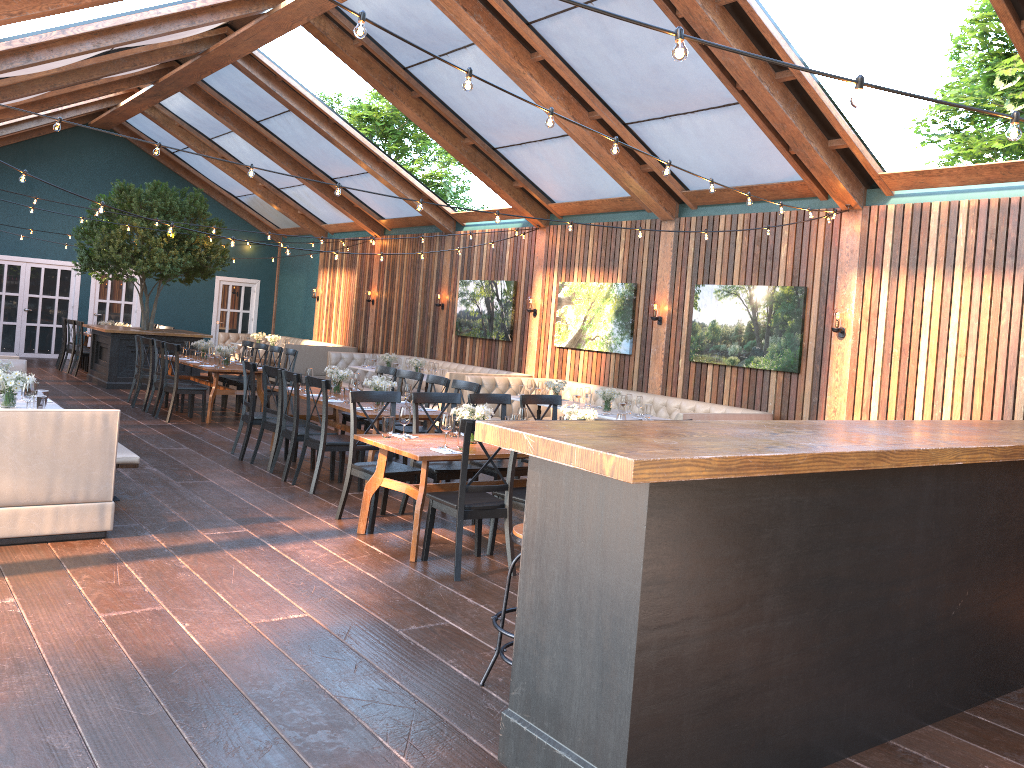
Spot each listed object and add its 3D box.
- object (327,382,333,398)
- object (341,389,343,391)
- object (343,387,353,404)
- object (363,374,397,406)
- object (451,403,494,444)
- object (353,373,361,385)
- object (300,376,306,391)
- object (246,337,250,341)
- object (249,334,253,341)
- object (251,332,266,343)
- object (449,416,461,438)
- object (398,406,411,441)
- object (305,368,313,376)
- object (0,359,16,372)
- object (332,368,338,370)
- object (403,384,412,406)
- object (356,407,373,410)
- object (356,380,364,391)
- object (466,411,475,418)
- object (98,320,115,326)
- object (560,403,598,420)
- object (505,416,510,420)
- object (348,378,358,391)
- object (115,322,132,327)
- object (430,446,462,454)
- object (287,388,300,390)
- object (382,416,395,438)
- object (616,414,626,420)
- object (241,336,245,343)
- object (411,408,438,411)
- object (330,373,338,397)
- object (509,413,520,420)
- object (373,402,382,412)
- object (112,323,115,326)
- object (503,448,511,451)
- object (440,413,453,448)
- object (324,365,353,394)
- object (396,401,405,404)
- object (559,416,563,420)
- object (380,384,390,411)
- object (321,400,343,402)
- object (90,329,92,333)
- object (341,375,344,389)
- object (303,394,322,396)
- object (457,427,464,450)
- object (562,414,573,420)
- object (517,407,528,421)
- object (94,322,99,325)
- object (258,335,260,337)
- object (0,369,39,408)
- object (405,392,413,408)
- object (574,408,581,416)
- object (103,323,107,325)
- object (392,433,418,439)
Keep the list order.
[{"bbox_3d":[-1.901,0.062,9.149,0.091,0.158,0.092,4,1,-10],"label":"object"},{"bbox_3d":[-1.862,0.068,10.084,0.254,0.019,0.158,2,5,-36],"label":"object"},{"bbox_3d":[-1.619,0.114,8.706,0.091,0.158,0.092,4,1,-10],"label":"object"},{"bbox_3d":[-1.302,0.062,8.747,0.337,0.309,0.329,6,2,20],"label":"object"},{"bbox_3d":[-0.303,0.289,6.669,0.336,0.309,0.330,5,2,-4],"label":"object"},{"bbox_3d":[-1.684,0.006,9.569,0.092,0.244,0.092,5,1,5],"label":"object"},{"bbox_3d":[-2.261,-0.002,9.612,0.092,0.158,0.092,5,1,10],"label":"object"},{"bbox_3d":[-5.973,-0.972,19.989,0.092,0.158,0.091,6,1,39],"label":"object"},{"bbox_3d":[-5.938,-1.019,20.094,0.092,0.244,0.092,5,1,5],"label":"object"},{"bbox_3d":[-5.733,-1.028,19.998,0.329,0.309,0.336,5,2,18],"label":"object"},{"bbox_3d":[-0.451,0.335,6.911,0.091,0.158,0.092,4,1,-10],"label":"object"},{"bbox_3d":[-0.794,0.291,6.528,0.092,0.244,0.092,5,1,5],"label":"object"},{"bbox_3d":[-2.237,-0.051,9.731,0.092,0.244,0.092,5,1,11],"label":"object"},{"bbox_3d":[-4.516,-0.071,7.692,0.328,0.309,0.337,4,2,-15],"label":"object"},{"bbox_3d":[-2.018,-0.055,10.054,0.092,0.244,0.092,5,1,11],"label":"object"},{"bbox_3d":[-1.028,0.122,8.675,0.092,0.244,0.092,5,1,5],"label":"object"},{"bbox_3d":[-1.384,0.228,8.350,0.254,0.019,0.158,2,5,-36],"label":"object"},{"bbox_3d":[-1.665,0.042,9.689,0.091,0.158,0.092,4,1,-10],"label":"object"},{"bbox_3d":[-0.323,0.305,6.879,0.092,0.244,0.092,5,1,5],"label":"object"},{"bbox_3d":[-8.309,-1.169,18.156,0.328,0.309,0.337,3,3,-39],"label":"object"},{"bbox_3d":[0.549,0.316,7.284,0.329,0.309,0.336,5,2,18],"label":"object"},{"bbox_3d":[-0.021,0.348,7.242,0.091,0.158,0.092,4,1,-10],"label":"object"},{"bbox_3d":[-1.585,0.067,8.810,0.092,0.244,0.092,5,1,5],"label":"object"},{"bbox_3d":[-7.640,-1.060,17.368,0.328,0.309,0.337,4,2,-22],"label":"object"},{"bbox_3d":[-0.465,0.458,6.145,0.157,0.019,0.256,2,5,-36],"label":"object"},{"bbox_3d":[-2.407,0.049,9.719,0.254,0.019,0.158,2,5,-36],"label":"object"},{"bbox_3d":[-0.924,0.320,6.569,0.091,0.158,0.092,4,1,-10],"label":"object"},{"bbox_3d":[0.900,0.373,7.342,0.092,0.244,0.092,5,1,5],"label":"object"},{"bbox_3d":[-6.180,-1.012,20.327,0.092,0.158,0.091,6,1,39],"label":"object"},{"bbox_3d":[-0.872,0.247,8.686,0.254,0.019,0.158,2,5,-36],"label":"object"},{"bbox_3d":[-1.867,0.015,9.253,0.092,0.244,0.092,5,1,5],"label":"object"},{"bbox_3d":[0.014,0.347,6.671,0.092,0.244,0.092,5,1,5],"label":"object"},{"bbox_3d":[-1.258,0.176,8.252,0.091,0.158,0.092,4,1,-10],"label":"object"},{"bbox_3d":[-8.380,-1.170,18.557,0.092,0.244,0.092,5,1,5],"label":"object"},{"bbox_3d":[0.021,0.472,6.511,0.157,0.019,0.256,2,5,-36],"label":"object"},{"bbox_3d":[-0.469,0.333,6.311,0.092,0.244,0.092,5,1,5],"label":"object"},{"bbox_3d":[-1.888,-0.047,9.620,0.329,0.309,0.337,5,2,-2],"label":"object"},{"bbox_3d":[-1.196,0.186,9.183,0.254,0.019,0.158,2,5,-36],"label":"object"},{"bbox_3d":[0.446,0.361,7.597,0.091,0.158,0.092,4,1,-10],"label":"object"},{"bbox_3d":[-1.203,0.129,8.367,0.092,0.244,0.092,5,1,5],"label":"object"},{"bbox_3d":[-1.759,0.166,8.804,0.254,0.019,0.158,2,5,-36],"label":"object"},{"bbox_3d":[-8.601,-1.115,18.122,0.091,0.158,0.092,4,1,-10],"label":"object"},{"bbox_3d":[-1.990,-0.019,10.182,0.092,0.158,0.092,5,1,0],"label":"object"},{"bbox_3d":[-2.041,0.114,9.247,0.254,0.019,0.158,2,5,-36],"label":"object"},{"bbox_3d":[-0.346,0.388,6.285,0.091,0.158,0.092,4,1,-10],"label":"object"},{"bbox_3d":[0.434,0.360,6.986,0.092,0.244,0.092,5,1,5],"label":"object"},{"bbox_3d":[0.079,0.316,7.198,0.092,0.244,0.092,5,1,5],"label":"object"},{"bbox_3d":[-8.566,-1.163,18.227,0.092,0.244,0.092,5,1,5],"label":"object"},{"bbox_3d":[-5.838,-1.029,20.352,0.092,0.244,0.092,5,1,5],"label":"object"},{"bbox_3d":[-3.932,0.030,6.941,0.337,0.309,0.329,6,2,28],"label":"object"},{"bbox_3d":[-1.023,0.158,8.784,0.091,0.158,0.092,4,1,-10],"label":"object"},{"bbox_3d":[0.557,0.331,7.545,0.092,0.244,0.092,5,1,5],"label":"object"},{"bbox_3d":[-8.185,-1.101,17.797,0.092,0.244,0.092,5,1,5],"label":"object"},{"bbox_3d":[-0.808,0.391,6.694,0.157,0.019,0.256,2,5,-36],"label":"object"}]
